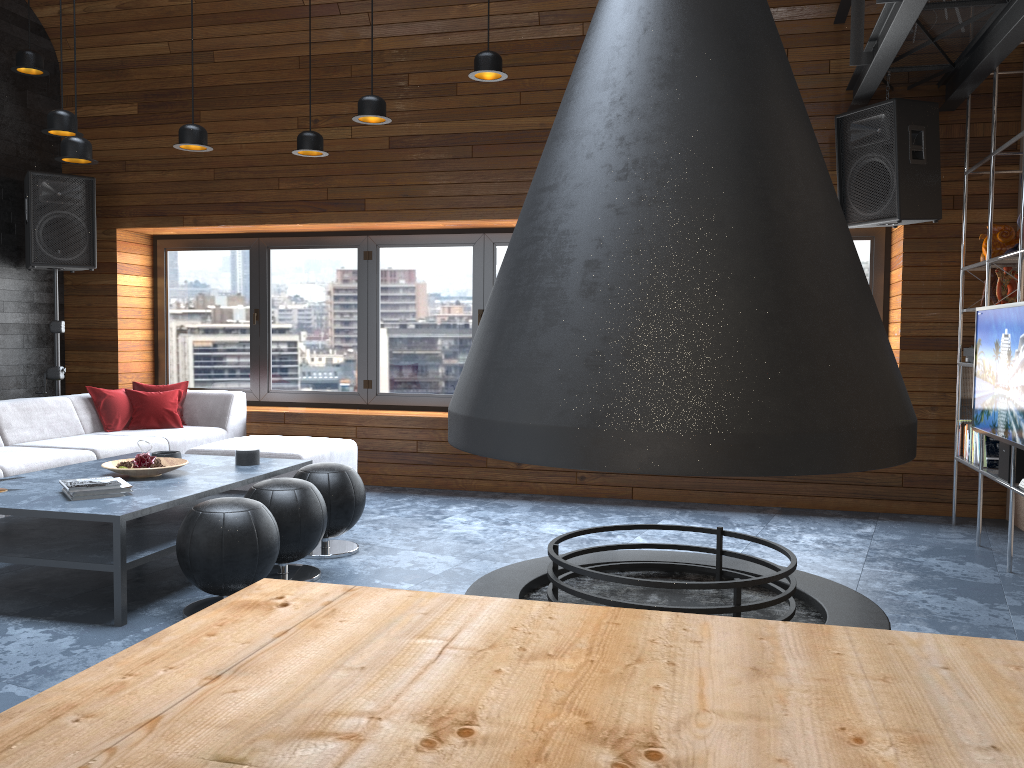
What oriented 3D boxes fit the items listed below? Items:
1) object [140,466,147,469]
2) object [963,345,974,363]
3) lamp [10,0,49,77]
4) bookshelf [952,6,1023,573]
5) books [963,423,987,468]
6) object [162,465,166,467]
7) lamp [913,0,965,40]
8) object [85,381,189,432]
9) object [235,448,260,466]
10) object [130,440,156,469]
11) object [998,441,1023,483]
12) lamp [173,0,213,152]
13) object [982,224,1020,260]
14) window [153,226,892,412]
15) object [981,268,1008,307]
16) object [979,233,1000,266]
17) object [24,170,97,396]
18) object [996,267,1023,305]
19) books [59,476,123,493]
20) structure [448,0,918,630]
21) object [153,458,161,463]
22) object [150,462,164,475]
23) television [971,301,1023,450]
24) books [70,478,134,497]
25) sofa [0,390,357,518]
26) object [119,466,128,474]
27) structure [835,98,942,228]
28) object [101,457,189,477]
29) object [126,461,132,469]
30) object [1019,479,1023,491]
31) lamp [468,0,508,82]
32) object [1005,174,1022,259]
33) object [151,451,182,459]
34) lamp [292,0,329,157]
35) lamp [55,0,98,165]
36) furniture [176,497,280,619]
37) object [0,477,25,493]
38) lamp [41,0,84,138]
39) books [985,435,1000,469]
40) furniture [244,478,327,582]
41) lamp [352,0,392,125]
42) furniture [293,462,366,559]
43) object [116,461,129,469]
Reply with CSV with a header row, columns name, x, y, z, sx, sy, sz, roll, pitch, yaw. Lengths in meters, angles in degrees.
name,x,y,z,sx,sy,sz,roll,pitch,yaw
object,-1.766,0.415,4.255,0.042,0.042,0.043,1,3,17
object,2.801,-0.172,5.070,0.320,0.114,0.404,1,3,14
lamp,-2.962,-2.608,5.427,0.210,1.369,0.210,-2,4,-39
bookshelf,1.626,-1.970,0.030,0.421,6.219,10.739,1,3,14
books,2.749,0.354,5.141,0.139,0.208,0.461,1,3,14
object,-1.724,0.419,4.364,0.043,0.042,0.042,1,3,8
lamp,2.185,-2.340,4.605,0.475,1.002,0.475,3,4,38
object,-2.660,0.169,6.459,0.528,0.354,0.742,1,3,14
object,-1.415,0.390,4.745,0.126,0.081,0.126,0,3,-14
object,-1.813,0.356,4.361,0.118,0.172,0.105,-1,3,-24
object,2.655,0.343,4.445,0.343,0.303,0.175,1,3,14
lamp,-1.762,-2.328,4.877,0.210,2.034,0.210,-2,4,-39
object,2.759,-0.781,4.905,0.278,0.222,0.138,2,3,24
window,-0.219,-0.486,6.852,5.936,1.522,0.101,1,3,14
object,2.818,-0.554,5.139,0.233,0.229,0.116,-2,4,-36
object,2.816,-0.794,5.149,0.233,0.209,0.107,1,3,1
object,-3.497,-0.409,6.665,0.639,2.298,0.686,-2,4,-38
object,2.774,-0.539,4.943,0.267,0.223,0.060,-1,3,-30
books,-1.815,0.431,3.819,0.210,0.017,0.265,-2,4,-34
structure,0.388,-1.830,2.038,1.197,5.700,1.689,1,3,14
object,-1.787,0.399,4.437,0.062,0.062,0.060,-1,3,-25
object,-1.715,0.408,4.283,0.061,0.061,0.063,1,3,13
television,2.313,-0.050,4.063,0.115,0.638,1.075,1,3,14
books,-1.807,0.448,3.863,0.239,0.021,0.299,-2,4,-34
sofa,-2.398,0.500,4.876,2.205,0.693,4.035,1,3,14
object,-1.852,0.411,4.226,0.048,0.039,0.039,1,3,10
structure,2.278,-1.301,5.322,0.488,0.735,0.462,-1,3,-26
object,-1.797,0.417,4.351,0.395,0.061,0.395,1,3,6
object,-1.901,0.402,4.386,0.042,0.042,0.044,1,3,14
object,2.520,0.488,4.003,0.325,0.058,0.360,1,3,14
lamp,-0.120,-2.431,4.713,0.210,1.565,0.210,-2,4,-39
object,2.713,-1.103,4.611,0.244,0.879,0.244,3,4,42
object,-1.910,0.398,4.901,0.160,0.040,0.160,0,3,-9
lamp,-1.174,-2.353,5.153,0.210,2.002,0.210,-2,4,-39
lamp,-2.315,-2.326,4.681,0.210,2.273,0.210,-2,4,-39
furniture,-1.148,0.693,3.595,0.401,0.462,0.402,2,3,29
object,-2.276,0.411,3.851,0.250,0.117,0.240,2,3,22
lamp,-2.492,-2.411,4.886,0.210,2.036,0.210,-2,4,-39
books,2.713,0.377,4.935,0.138,0.185,0.081,1,3,14
furniture,-1.058,0.667,4.097,0.402,0.462,0.401,3,4,34
lamp,-0.742,-2.371,4.709,0.210,1.911,0.210,-2,4,-39
furniture,-0.964,0.640,4.614,0.401,0.462,0.402,-2,4,-36
object,-1.894,0.405,4.308,0.061,0.062,0.064,-2,4,-45
